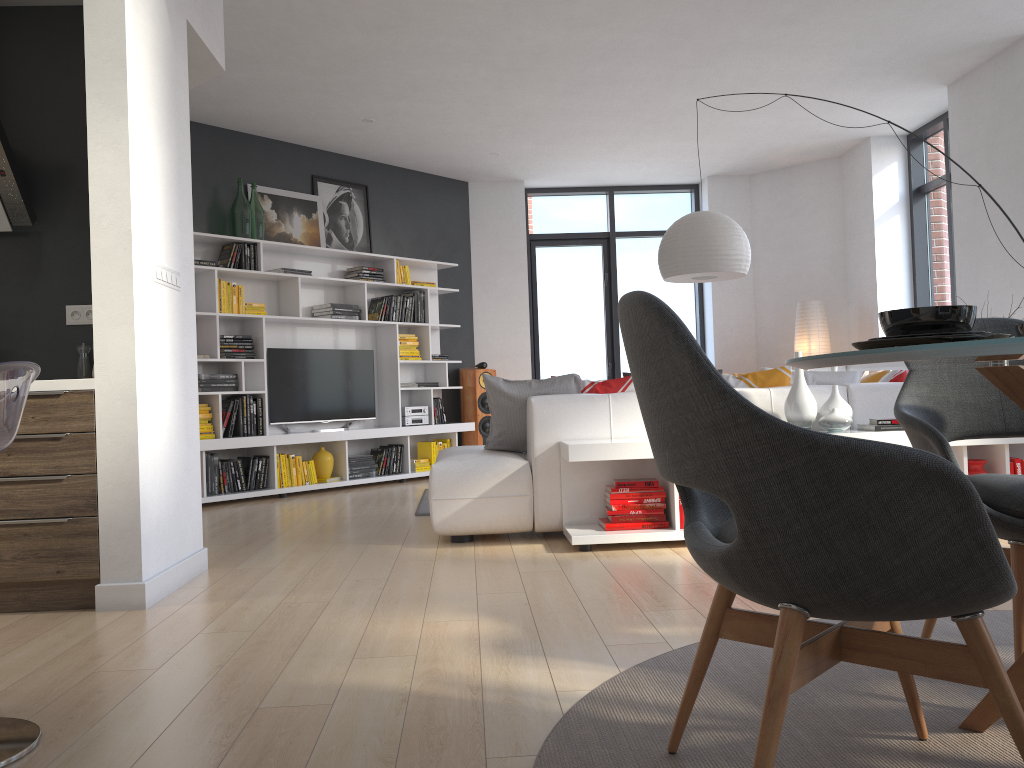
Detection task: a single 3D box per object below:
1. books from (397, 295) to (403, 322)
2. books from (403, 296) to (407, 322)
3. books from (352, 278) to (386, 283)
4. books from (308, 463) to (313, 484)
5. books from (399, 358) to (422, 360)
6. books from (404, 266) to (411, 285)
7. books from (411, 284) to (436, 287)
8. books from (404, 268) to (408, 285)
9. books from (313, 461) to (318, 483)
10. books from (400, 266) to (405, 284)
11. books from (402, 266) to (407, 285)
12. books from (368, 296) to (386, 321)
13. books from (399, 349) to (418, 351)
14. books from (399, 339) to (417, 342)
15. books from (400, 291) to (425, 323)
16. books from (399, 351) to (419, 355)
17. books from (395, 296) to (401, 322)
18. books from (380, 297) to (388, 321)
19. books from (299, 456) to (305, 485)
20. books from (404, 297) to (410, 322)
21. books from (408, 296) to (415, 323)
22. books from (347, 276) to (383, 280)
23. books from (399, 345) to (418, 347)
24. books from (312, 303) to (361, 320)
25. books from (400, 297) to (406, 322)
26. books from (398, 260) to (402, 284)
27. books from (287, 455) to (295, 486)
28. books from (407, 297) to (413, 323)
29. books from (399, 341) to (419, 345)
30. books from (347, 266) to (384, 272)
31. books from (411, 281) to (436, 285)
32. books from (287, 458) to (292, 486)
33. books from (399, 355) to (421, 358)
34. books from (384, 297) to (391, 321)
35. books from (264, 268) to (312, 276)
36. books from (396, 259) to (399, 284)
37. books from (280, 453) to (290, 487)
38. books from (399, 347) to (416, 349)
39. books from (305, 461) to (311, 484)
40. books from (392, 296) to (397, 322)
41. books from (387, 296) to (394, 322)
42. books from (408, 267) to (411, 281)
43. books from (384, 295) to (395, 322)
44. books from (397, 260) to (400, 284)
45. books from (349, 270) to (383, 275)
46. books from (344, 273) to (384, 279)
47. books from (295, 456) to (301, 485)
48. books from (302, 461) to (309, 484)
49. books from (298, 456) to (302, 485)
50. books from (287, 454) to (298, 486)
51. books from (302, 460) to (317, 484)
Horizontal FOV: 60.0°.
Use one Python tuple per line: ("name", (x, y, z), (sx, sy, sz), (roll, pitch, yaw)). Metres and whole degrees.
("books", (-1.096, -0.690, 8.238), (0.197, 0.260, 0.066), (-3, -1, 42))
("books", (-1.064, -0.688, 8.270), (0.192, 0.254, 0.075), (-3, -1, 41))
("books", (-1.323, -0.921, 8.021), (0.284, 0.030, 0.214), (-1, -1, -45))
("books", (-1.689, 0.736, 7.293), (0.113, 0.169, 0.049), (-3, -1, 41))
("books", (-1.011, -0.227, 8.324), (0.257, 0.028, 0.194), (-1, -1, -43))
("books", (-1.014, -1.005, 8.280), (0.141, 0.184, 0.064), (-3, -1, 43))
("books", (-0.886, -0.929, 8.479), (0.257, 0.028, 0.194), (-1, -1, -43))
("books", (-1.019, -0.993, 8.252), (0.108, 0.161, 0.046), (-3, -1, 41))
("books", (-1.674, 0.723, 7.346), (0.149, 0.193, 0.046), (-3, -1, 43))
("books", (-1.059, -1.002, 8.236), (0.132, 0.180, 0.054), (-3, -1, 42))
("books", (-1.040, -1.002, 8.246), (0.128, 0.178, 0.044), (-3, -1, 42))
("books", (-1.240, -0.674, 8.071), (0.182, 0.234, 0.104), (-3, -1, 42))
("books", (-1.037, -0.313, 8.340), (0.251, 0.014, 0.189), (-1, -1, -45))
("books", (-1.034, -0.405, 8.344), (0.227, 0.022, 0.160), (-2, -1, -32))
("books", (-0.955, -0.717, 8.434), (0.259, 0.321, 0.128), (-3, -1, 42))
("books", (-1.024, -0.286, 8.332), (0.189, 0.042, 0.243), (-3, -1, 42))
("books", (-1.117, -0.685, 8.212), (0.191, 0.249, 0.084), (-3, -1, 42))
("books", (-1.221, -0.673, 8.100), (0.187, 0.234, 0.096), (-3, -1, 42))
("books", (-1.770, 0.705, 7.268), (0.172, 0.235, 0.056), (-3, -1, 41))
("books", (-1.037, -0.684, 8.281), (0.179, 0.243, 0.071), (-3, -1, 41))
("books", (-0.998, -0.692, 8.343), (0.197, 0.260, 0.066), (-3, -1, 42))
("books", (-1.327, -0.946, 8.023), (0.189, 0.020, 0.264), (-3, -1, 40))
("books", (-1.035, -0.351, 8.341), (0.171, 0.019, 0.239), (-3, -1, 42))
("books", (-1.540, -0.620, 7.786), (0.277, 0.137, 0.343), (-3, -1, 37))
("books", (-1.060, -0.681, 8.235), (0.172, 0.242, 0.069), (-3, -1, 43))
("books", (-1.097, -1.023, 8.228), (0.164, 0.224, 0.054), (-3, -1, 41))
("books", (-1.831, 0.697, 7.171), (0.180, 0.252, 0.041), (-3, -1, 42))
("books", (-1.020, -0.687, 8.317), (0.191, 0.249, 0.084), (-3, -1, 42))
("books", (-1.027, -0.377, 8.347), (0.239, 0.033, 0.176), (-1, -1, -45))
("books", (-1.331, -1.027, 8.030), (0.209, 0.030, 0.266), (-3, -1, 35))
("books", (-0.895, -0.954, 8.483), (0.257, 0.024, 0.203), (-1, -1, -45))
("books", (-1.842, 0.710, 7.152), (0.156, 0.230, 0.042), (-3, -1, 40))
("books", (-1.020, -0.252, 8.327), (0.257, 0.024, 0.203), (-1, -1, -45))
("books", (-1.190, -0.675, 8.114), (0.169, 0.233, 0.081), (-3, -1, 41))
("books", (-1.868, -0.920, 7.409), (0.250, 0.047, 0.310), (-3, -1, 37))
("books", (-1.112, -1.026, 8.170), (0.161, 0.229, 0.041), (-3, -1, 41))
("books", (-1.868, 0.692, 7.151), (0.202, 0.267, 0.038), (-3, -1, 42))
("books", (-1.029, -0.331, 8.320), (0.217, 0.023, 0.145), (-1, -1, -44))
("books", (-1.711, 0.727, 7.287), (0.134, 0.187, 0.046), (-3, -1, 42))
("books", (-1.139, -0.679, 8.182), (0.179, 0.243, 0.068), (-3, -1, 41))
("books", (-1.157, -0.679, 8.131), (0.172, 0.242, 0.069), (-3, -1, 43))
("books", (-1.005, -1.006, 8.302), (0.142, 0.184, 0.044), (-3, -1, 43))
("books", (-1.162, -0.686, 8.166), (0.192, 0.254, 0.075), (-3, -1, 41))
("books", (-1.110, -1.024, 8.200), (0.163, 0.224, 0.041), (-3, -1, 40))
("books", (-1.320, -1.000, 8.024), (0.180, 0.026, 0.246), (-3, -1, 44))
("books", (-1.341, -0.971, 8.039), (0.284, 0.030, 0.214), (-1, -1, -45))
("books", (-1.786, 0.702, 7.207), (0.169, 0.240, 0.043), (-3, -1, 41))
("books", (-1.730, 0.727, 7.276), (0.138, 0.188, 0.056), (-3, -1, 42))
("books", (-1.785, 0.705, 7.238), (0.171, 0.235, 0.043), (-3, -1, 40))
("books", (-1.822, 0.698, 7.197), (0.185, 0.252, 0.055), (-3, -1, 41))
("books", (-1.684, 0.724, 7.322), (0.148, 0.193, 0.067), (-3, -1, 43))
